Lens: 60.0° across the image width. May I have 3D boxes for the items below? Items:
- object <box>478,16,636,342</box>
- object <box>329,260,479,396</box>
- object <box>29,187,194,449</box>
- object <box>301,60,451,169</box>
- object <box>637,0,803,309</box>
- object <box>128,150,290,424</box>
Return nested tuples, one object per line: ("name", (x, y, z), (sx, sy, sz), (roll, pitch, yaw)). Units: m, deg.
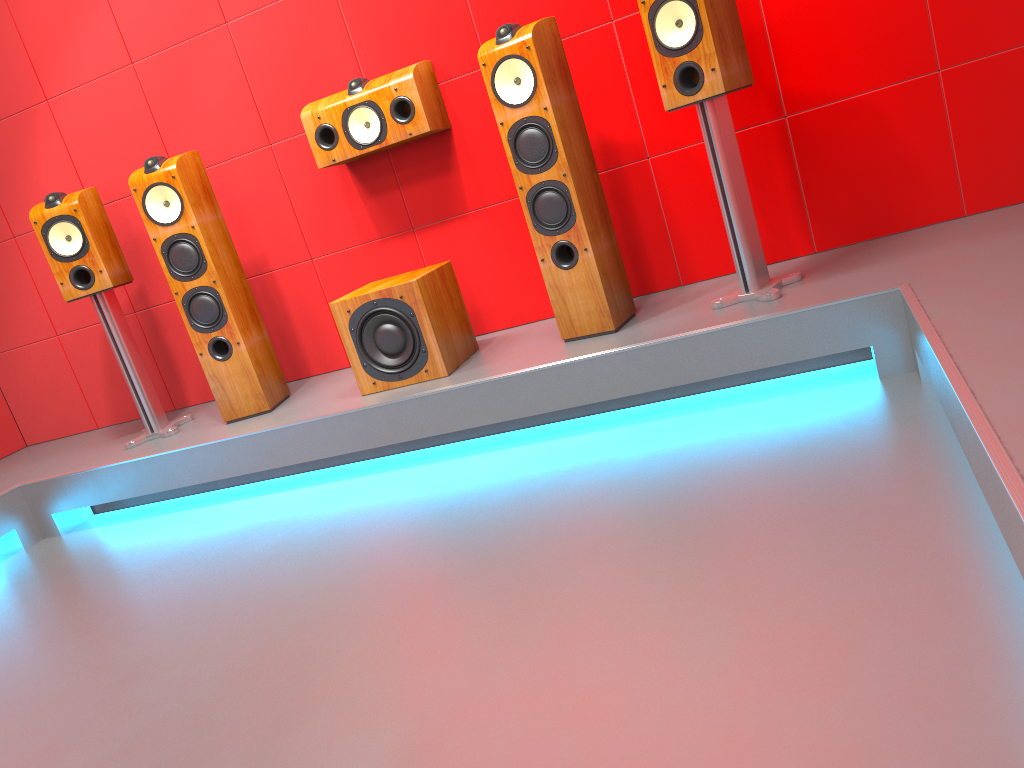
("object", (0.156, -0.682, 3.004), (0.203, 1.052, 0.238), (-10, 16, 30))
("object", (-0.394, -0.211, 3.311), (0.360, 0.360, 0.360), (-12, 14, 21))
("object", (-1.662, -0.278, 3.682), (0.231, 1.058, 0.265), (-17, 13, 1))
("object", (-0.534, -1.042, 3.421), (0.493, 0.271, 0.235), (-12, 14, 21))
("object", (0.651, -0.788, 2.789), (0.231, 1.058, 0.265), (-6, 18, 40))
("object", (-1.189, -0.380, 3.500), (0.203, 1.052, 0.238), (-15, 14, 11))
